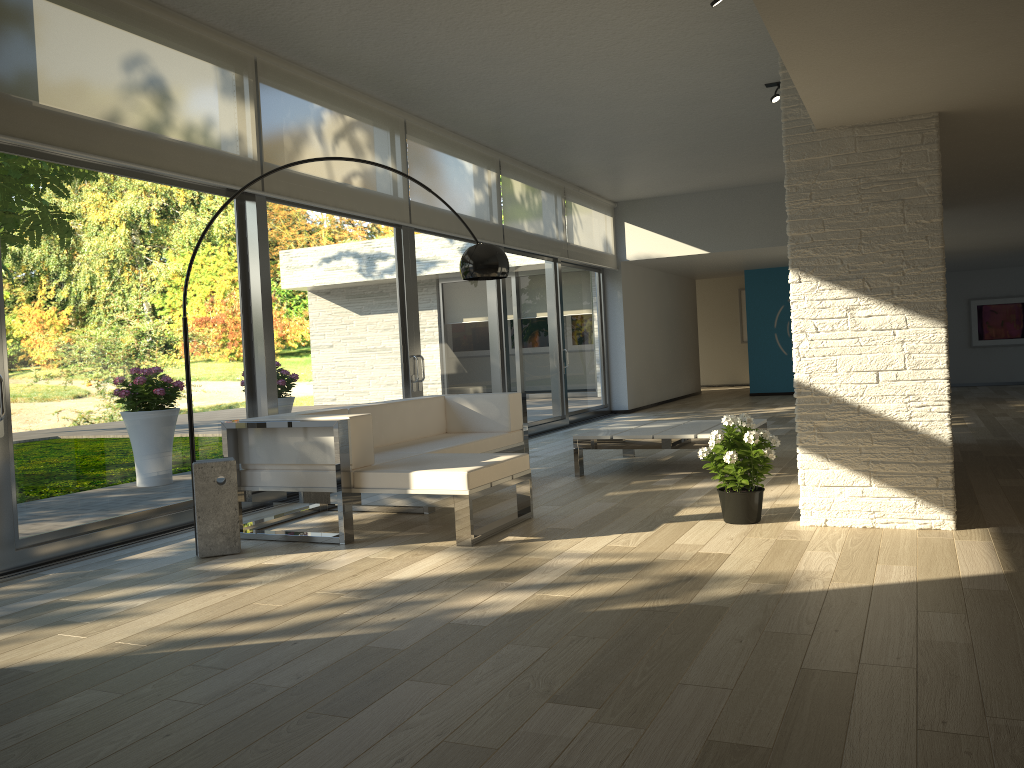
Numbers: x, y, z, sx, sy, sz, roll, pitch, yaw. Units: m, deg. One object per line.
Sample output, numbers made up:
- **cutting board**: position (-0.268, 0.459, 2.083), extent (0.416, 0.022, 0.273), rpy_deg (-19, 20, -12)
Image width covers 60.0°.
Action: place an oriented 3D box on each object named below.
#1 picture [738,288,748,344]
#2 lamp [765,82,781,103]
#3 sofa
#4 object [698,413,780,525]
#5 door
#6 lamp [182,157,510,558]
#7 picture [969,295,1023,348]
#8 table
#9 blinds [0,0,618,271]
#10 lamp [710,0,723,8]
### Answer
- **picture**: position (5.564, -1.493, 18.955), extent (1.378, 1.190, 0.017), rpy_deg (-2, 1, 25)
- **lamp**: position (2.203, -2.402, 7.284), extent (0.234, 0.153, 0.135), rpy_deg (-2, 2, 25)
- **sofa**: position (-0.452, 0.445, 5.679), extent (1.545, 0.654, 2.405), rpy_deg (-2, 2, 25)
- **object**: position (1.197, 0.438, 4.630), extent (0.431, 0.571, 0.405), rpy_deg (-4, 2, -43)
- **door**: position (0.692, -0.413, 8.914), extent (19.436, 2.373, 22.959), rpy_deg (-2, 2, 25)
- **lamp**: position (-0.811, -0.199, 4.722), extent (1.754, 2.023, 0.282), rpy_deg (-4, 1, -23)
- **picture**: position (8.155, -1.037, 14.754), extent (0.958, 0.828, 0.017), rpy_deg (-2, 1, 25)
- **table**: position (1.267, 0.488, 6.897), extent (1.220, 0.305, 1.221), rpy_deg (-2, 2, 25)
- **blinds**: position (-0.897, -1.828, 7.547), extent (0.056, 0.983, 11.535), rpy_deg (-2, 2, 25)
- **lamp**: position (1.238, -2.284, 5.174), extent (0.234, 0.153, 0.135), rpy_deg (-2, 2, 25)
